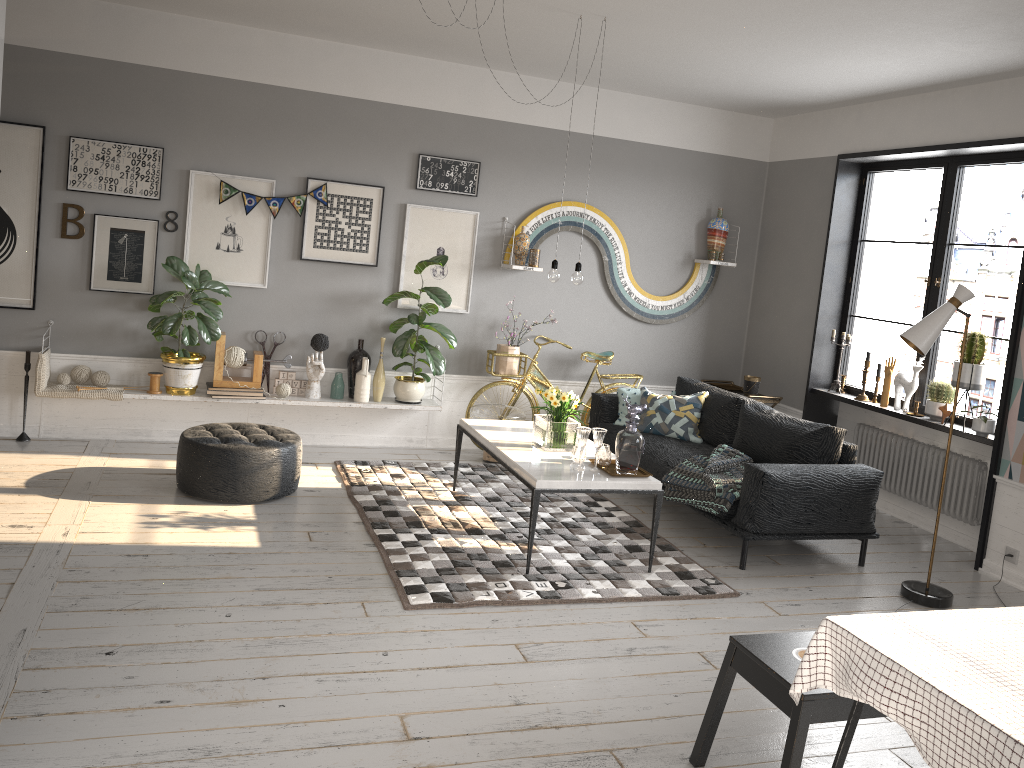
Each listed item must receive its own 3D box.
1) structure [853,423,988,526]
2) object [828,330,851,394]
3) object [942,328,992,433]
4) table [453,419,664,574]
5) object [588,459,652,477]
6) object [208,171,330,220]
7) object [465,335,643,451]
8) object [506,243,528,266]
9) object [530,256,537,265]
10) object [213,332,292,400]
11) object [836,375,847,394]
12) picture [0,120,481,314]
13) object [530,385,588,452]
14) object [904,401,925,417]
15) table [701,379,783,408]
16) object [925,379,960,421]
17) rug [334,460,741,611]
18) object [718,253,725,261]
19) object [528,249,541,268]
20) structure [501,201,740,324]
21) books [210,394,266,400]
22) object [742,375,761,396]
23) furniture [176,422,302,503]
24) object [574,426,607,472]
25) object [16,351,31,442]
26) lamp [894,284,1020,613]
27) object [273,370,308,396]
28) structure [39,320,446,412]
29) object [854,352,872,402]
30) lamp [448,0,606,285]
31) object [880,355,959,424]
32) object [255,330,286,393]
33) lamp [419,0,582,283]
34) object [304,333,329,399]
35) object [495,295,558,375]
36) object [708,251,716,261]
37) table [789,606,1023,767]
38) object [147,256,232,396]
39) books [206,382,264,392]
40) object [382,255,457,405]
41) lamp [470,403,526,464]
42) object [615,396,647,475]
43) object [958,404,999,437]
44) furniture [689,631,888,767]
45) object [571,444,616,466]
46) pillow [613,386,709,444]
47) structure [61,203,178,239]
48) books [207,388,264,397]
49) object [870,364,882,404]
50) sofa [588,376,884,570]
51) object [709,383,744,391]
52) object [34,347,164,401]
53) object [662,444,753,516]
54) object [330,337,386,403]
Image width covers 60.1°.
[{"bbox_3d":[2.839,0.612,6.244,0.148,0.425,1.234,4,9,-22],"label":"structure"},{"bbox_3d":[2.522,-0.176,6.855,0.145,0.487,0.163,8,6,16],"label":"object"},{"bbox_3d":[2.901,-0.038,5.619,0.237,0.666,0.228,11,7,41],"label":"object"},{"bbox_3d":[0.199,0.621,5.229,0.731,0.507,1.469,3,9,-19],"label":"table"},{"bbox_3d":[0.586,0.458,4.815,0.246,0.015,0.321,3,9,-19],"label":"object"},{"bbox_3d":[-1.752,-1.365,6.410,0.913,0.337,0.058,3,6,-20],"label":"object"},{"bbox_3d":[0.432,0.114,7.164,1.624,0.964,0.430,2,7,-28],"label":"object"},{"bbox_3d":[0.044,-1.002,6.879,0.197,0.165,0.060,8,6,14],"label":"object"},{"bbox_3d":[0.171,-0.973,7.025,0.062,0.081,0.063,0,9,-44],"label":"object"},{"bbox_3d":[-1.855,-0.129,6.368,0.545,0.437,0.240,3,6,-19],"label":"object"},{"bbox_3d":[2.580,-0.007,6.897,0.084,0.150,0.085,4,6,-16],"label":"object"},{"bbox_3d":[-3.070,-0.900,3.873,7.281,1.783,4.076,3,9,-19],"label":"picture"},{"bbox_3d":[0.269,0.198,5.194,0.324,0.349,0.355,4,7,-17],"label":"object"},{"bbox_3d":[2.774,0.168,6.073,0.123,0.098,0.124,6,7,3],"label":"object"},{"bbox_3d":[1.885,0.366,7.471,0.339,0.675,0.749,4,7,-20],"label":"table"},{"bbox_3d":[2.884,0.105,5.947,0.213,0.281,0.236,0,9,-45],"label":"object"},{"bbox_3d":[-0.047,0.809,5.409,1.767,0.034,2.550,3,9,-19],"label":"rug"},{"bbox_3d":[1.762,-1.069,7.445,0.050,0.058,0.050,2,8,-30],"label":"object"},{"bbox_3d":[0.176,-0.987,6.942,0.085,0.139,0.086,3,7,-27],"label":"object"},{"bbox_3d":[0.906,-0.983,7.263,2.019,0.950,0.269,3,6,-19],"label":"structure"},{"bbox_3d":[-1.977,0.068,6.350,0.367,0.021,0.299,2,10,-25],"label":"books"},{"bbox_3d":[1.955,0.021,7.235,0.142,0.159,0.139,8,7,18],"label":"object"},{"bbox_3d":[-1.668,0.467,5.435,0.734,0.354,0.741,1,10,-32],"label":"furniture"},{"bbox_3d":[0.414,0.349,4.729,0.167,0.225,0.083,5,5,-8],"label":"object"},{"bbox_3d":[-3.367,0.033,5.936,0.279,0.696,0.092,3,6,-27],"label":"object"},{"bbox_3d":[2.555,0.356,4.639,1.244,1.692,0.685,4,6,-21],"label":"lamp"},{"bbox_3d":[-1.634,-0.007,6.577,0.264,0.172,0.079,4,6,-14],"label":"object"},{"bbox_3d":[-1.850,-0.105,6.404,2.771,0.483,0.310,3,7,-19],"label":"structure"},{"bbox_3d":[2.621,-0.062,6.555,0.123,0.373,0.124,5,6,-15],"label":"object"},{"bbox_3d":[0.032,-1.299,4.591,0.075,1.526,1.396,10,8,39],"label":"lamp"},{"bbox_3d":[2.795,0.018,6.074,0.134,0.407,0.668,4,8,-19],"label":"object"},{"bbox_3d":[-1.801,-0.163,6.539,0.221,0.461,0.019,4,5,-19],"label":"object"},{"bbox_3d":[-0.104,-1.316,4.606,0.075,1.526,1.396,10,8,39],"label":"lamp"},{"bbox_3d":[-1.441,-0.134,6.528,0.155,0.480,0.137,4,6,-20],"label":"object"},{"bbox_3d":[0.111,-0.372,6.968,0.488,0.637,0.255,6,5,-2],"label":"object"},{"bbox_3d":[1.688,-1.079,7.455,0.060,0.078,0.060,2,7,-31],"label":"object"},{"bbox_3d":[1.776,1.104,2.262,2.022,0.779,0.940,3,8,-20],"label":"table"},{"bbox_3d":[-2.255,-0.402,6.130,0.509,0.957,0.550,2,7,-34],"label":"object"},{"bbox_3d":[-1.988,0.020,6.346,0.378,0.017,0.231,2,9,-22],"label":"books"},{"bbox_3d":[-0.697,-0.419,6.698,0.568,1.143,0.417,8,6,20],"label":"object"},{"bbox_3d":[-0.124,0.379,6.783,0.433,0.435,0.435,7,7,11],"label":"lamp"},{"bbox_3d":[0.638,0.273,4.742,0.156,0.414,0.149,6,5,0],"label":"object"},{"bbox_3d":[2.908,0.221,5.468,0.246,0.202,0.172,4,7,-17],"label":"object"},{"bbox_3d":[1.476,1.124,3.007,1.667,0.453,0.469,3,8,-19],"label":"furniture"},{"bbox_3d":[0.494,0.404,4.903,0.279,0.087,0.248,-1,11,-41],"label":"object"},{"bbox_3d":[1.125,0.189,6.605,0.443,0.360,0.805,1,10,-37],"label":"pillow"},{"bbox_3d":[-2.712,-1.106,6.140,0.738,0.261,0.024,3,6,-19],"label":"structure"},{"bbox_3d":[-1.984,0.044,6.339,0.383,0.029,0.262,3,9,-19],"label":"books"},{"bbox_3d":[2.688,-0.011,6.509,0.076,0.299,0.076,7,5,11],"label":"object"},{"bbox_3d":[1.357,0.479,6.055,0.968,0.792,2.362,3,9,-20],"label":"sofa"},{"bbox_3d":[1.869,0.029,7.587,0.246,0.015,0.321,3,9,-19],"label":"object"},{"bbox_3d":[-2.803,-0.058,6.052,0.783,0.305,0.332,3,8,-19],"label":"object"},{"bbox_3d":[1.276,0.597,5.391,0.489,0.327,0.672,3,9,-24],"label":"object"},{"bbox_3d":[-1.139,-0.120,6.618,0.333,0.485,0.286,10,7,31],"label":"object"}]
